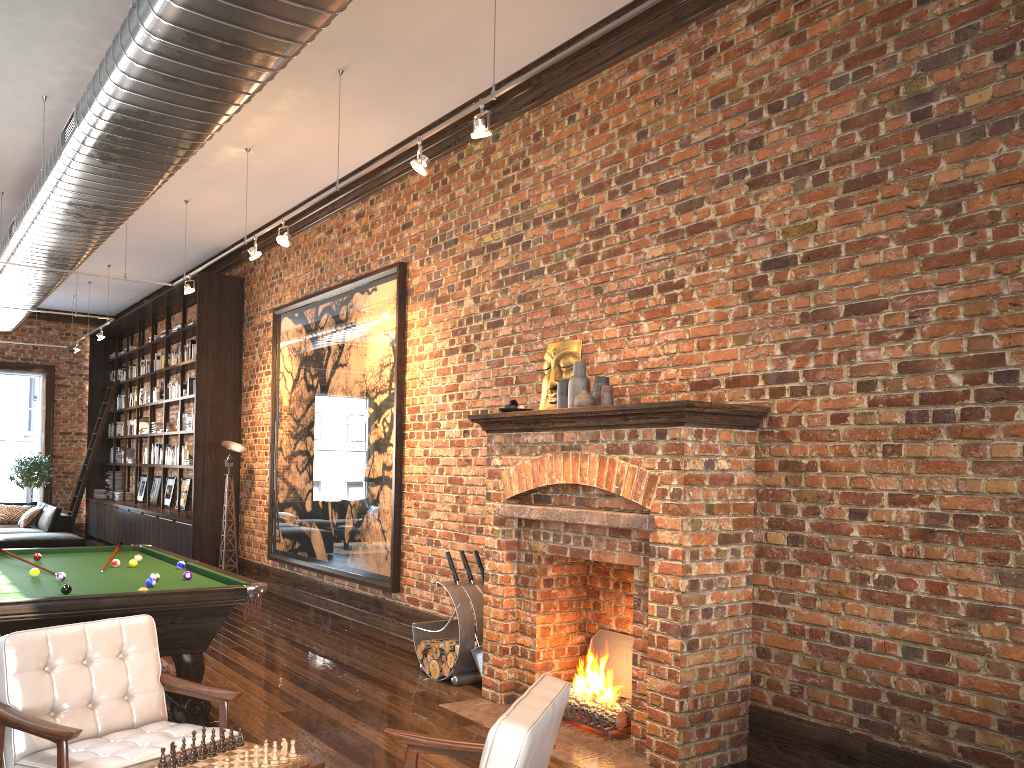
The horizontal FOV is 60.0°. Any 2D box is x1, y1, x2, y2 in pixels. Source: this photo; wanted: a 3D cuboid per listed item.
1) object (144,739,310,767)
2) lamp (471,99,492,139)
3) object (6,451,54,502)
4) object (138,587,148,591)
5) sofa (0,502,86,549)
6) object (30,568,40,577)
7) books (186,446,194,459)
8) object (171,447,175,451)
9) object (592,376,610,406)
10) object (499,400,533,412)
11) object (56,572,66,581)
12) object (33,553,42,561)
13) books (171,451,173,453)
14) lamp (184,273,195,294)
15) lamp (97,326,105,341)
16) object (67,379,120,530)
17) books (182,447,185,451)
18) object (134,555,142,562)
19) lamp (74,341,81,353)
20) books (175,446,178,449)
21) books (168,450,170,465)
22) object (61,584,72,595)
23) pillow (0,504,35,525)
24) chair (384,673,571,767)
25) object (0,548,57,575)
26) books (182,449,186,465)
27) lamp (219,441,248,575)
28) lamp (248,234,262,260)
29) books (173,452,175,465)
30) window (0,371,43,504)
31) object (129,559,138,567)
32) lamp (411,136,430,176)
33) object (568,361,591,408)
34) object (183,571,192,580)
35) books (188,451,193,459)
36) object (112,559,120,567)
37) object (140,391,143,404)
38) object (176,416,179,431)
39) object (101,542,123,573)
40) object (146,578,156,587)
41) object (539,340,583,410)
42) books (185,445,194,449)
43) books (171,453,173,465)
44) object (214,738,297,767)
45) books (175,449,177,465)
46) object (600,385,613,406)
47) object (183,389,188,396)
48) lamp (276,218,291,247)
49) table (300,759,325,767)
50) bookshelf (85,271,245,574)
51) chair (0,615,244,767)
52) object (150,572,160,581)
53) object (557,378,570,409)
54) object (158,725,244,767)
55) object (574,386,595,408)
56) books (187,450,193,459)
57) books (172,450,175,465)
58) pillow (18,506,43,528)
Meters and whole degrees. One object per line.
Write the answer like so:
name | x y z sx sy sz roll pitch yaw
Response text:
object | -0.976 1.316 3.055 0.388 0.028 0.389 -2 -6 30
lamp | -0.167 -1.453 4.865 0.117 0.212 0.117 1 -2 6
object | -9.024 2.182 16.588 0.813 1.861 0.801 2 -1 -27
object | -2.039 1.153 4.906 0.057 0.057 0.057 2 -3 -17
sofa | -8.611 2.237 13.330 3.508 0.802 3.455 5 -6 -35
object | -3.054 1.205 5.674 0.057 0.057 0.057 1 -3 2
books | -4.811 1.080 13.307 0.160 0.285 0.014 2 -1 -35
object | -5.272 1.131 13.927 0.166 0.282 0.015 2 -1 -35
object | 0.565 0.071 5.607 0.120 0.242 0.120 2 -2 -16
object | 0.027 0.156 5.884 0.237 0.105 0.237 3 -5 -25
object | -2.795 1.193 5.495 0.057 0.057 0.057 0 -3 25
object | -3.517 1.281 6.572 0.057 0.057 0.057 0 -3 13
books | -5.249 1.160 13.887 0.174 0.217 0.027 3 -2 -35
lamp | -3.459 -1.069 9.514 0.113 0.230 0.114 2 -2 -21
lamp | -6.174 -0.761 13.335 0.114 0.230 0.114 0 -2 31
object | -7.842 1.426 16.446 0.898 3.071 0.495 2 -1 -35
books | -4.905 1.095 13.420 0.175 0.272 0.031 3 -1 -35
object | -2.783 1.299 6.602 0.057 0.057 0.057 1 -3 10
lamp | -7.333 -0.629 14.973 0.113 0.230 0.114 1 -2 4
books | -5.157 1.115 13.781 0.152 0.291 0.031 2 -1 -35
books | -5.357 1.164 14.042 0.168 0.234 0.032 3 -1 -35
object | -2.491 1.148 4.957 0.057 0.057 0.057 3 -3 -30
pillow | -8.320 2.179 14.850 0.612 0.361 0.288 4 -3 -31
chair | -0.242 1.380 2.789 0.741 0.864 0.771 0 -3 15
object | -3.493 1.250 6.329 0.028 0.072 1.607 2 -5 -43
books | -4.854 1.100 13.321 0.176 0.246 0.039 3 -1 -35
lamp | -3.494 1.620 11.079 0.425 1.824 0.506 2 -1 -30
lamp | -2.264 -1.205 7.829 0.113 0.230 0.114 0 -2 34
books | -5.186 1.163 13.796 0.165 0.196 0.027 3 -2 -35
window | -9.785 1.114 16.850 1.522 2.748 0.155 2 -1 -35
object | -2.682 1.270 6.278 0.057 0.057 0.057 3 -4 -35
lamp | -0.565 -1.399 5.427 0.113 0.230 0.114 0 -2 29
object | 0.436 0.028 5.738 0.145 0.349 0.145 1 -1 1
object | -2.072 1.224 5.667 0.057 0.057 0.057 2 -3 -13
books | -4.777 1.114 13.261 0.136 0.210 0.036 3 -1 -35
object | -2.799 1.266 6.266 0.057 0.057 0.057 0 -3 20
object | -6.378 0.243 15.285 0.087 0.254 0.075 0 -1 45
object | -4.966 0.566 13.243 0.069 0.288 0.117 2 -1 -42
object | -3.007 1.292 6.673 0.028 0.072 1.610 2 -5 -19
object | -2.161 1.188 5.305 0.057 0.057 0.057 3 -3 -30
object | 0.307 -0.030 6.134 0.125 0.535 0.409 2 -2 -35
books | -4.848 1.076 13.357 0.149 0.300 0.013 2 -1 -35
books | -5.236 1.174 13.859 0.175 0.183 0.034 3 -2 -35
object | -0.862 1.251 2.991 0.075 0.100 0.335 0 -5 30
books | -5.094 1.129 13.673 0.191 0.245 0.031 3 -1 -35
object | 0.586 0.092 5.477 0.081 0.178 0.082 1 -1 7
object | -4.870 0.146 13.331 0.235 0.136 0.096 -2 -4 39
lamp | -1.878 -1.249 7.287 0.113 0.230 0.114 1 -2 -6
table | -0.980 1.572 3.044 0.463 0.494 0.518 0 -3 30
bookshelf | -5.965 0.812 14.580 0.601 3.991 7.420 2 -4 -35
chair | -1.589 1.428 3.583 0.741 0.864 0.770 -1 -3 35
object | -2.242 1.211 5.567 0.057 0.057 0.057 1 -3 4
object | 0.356 0.088 5.860 0.118 0.249 0.118 1 -1 13
object | -1.087 1.258 3.119 0.075 0.100 0.335 0 -5 30
object | 0.452 0.095 5.502 0.136 0.169 0.136 1 -2 7
books | -4.799 1.106 13.287 0.141 0.228 0.032 2 -1 -35
books | -5.210 1.146 13.836 0.166 0.237 0.034 3 -1 -35
pillow | -7.912 2.195 14.566 0.314 0.354 0.630 3 -5 -36
